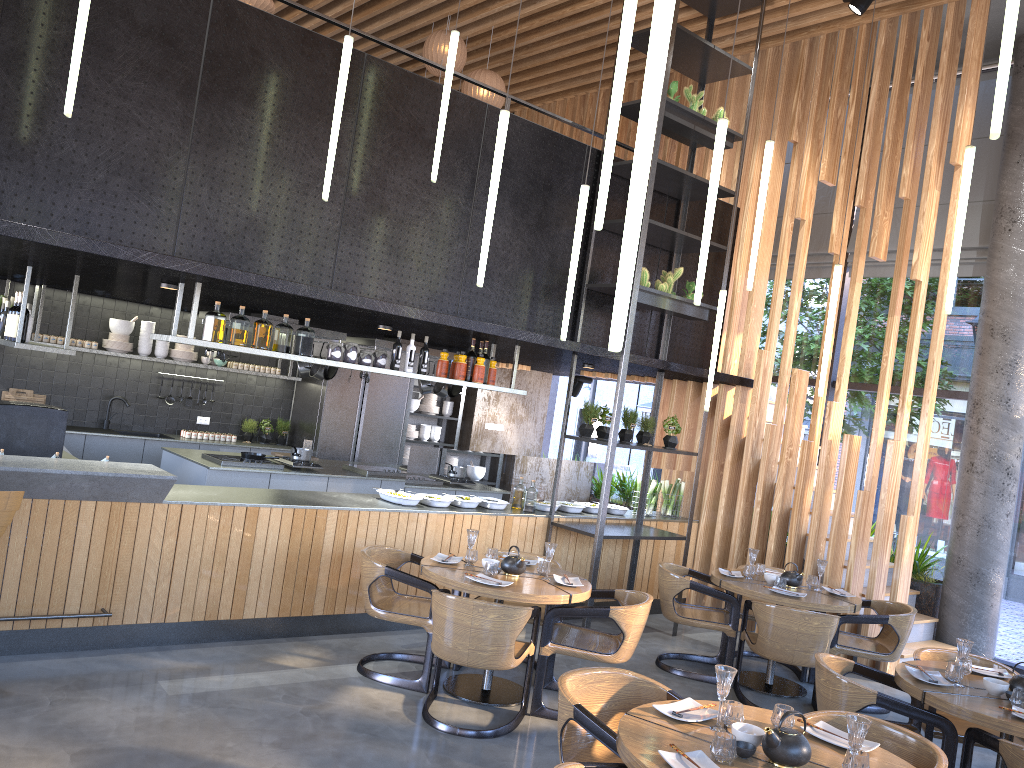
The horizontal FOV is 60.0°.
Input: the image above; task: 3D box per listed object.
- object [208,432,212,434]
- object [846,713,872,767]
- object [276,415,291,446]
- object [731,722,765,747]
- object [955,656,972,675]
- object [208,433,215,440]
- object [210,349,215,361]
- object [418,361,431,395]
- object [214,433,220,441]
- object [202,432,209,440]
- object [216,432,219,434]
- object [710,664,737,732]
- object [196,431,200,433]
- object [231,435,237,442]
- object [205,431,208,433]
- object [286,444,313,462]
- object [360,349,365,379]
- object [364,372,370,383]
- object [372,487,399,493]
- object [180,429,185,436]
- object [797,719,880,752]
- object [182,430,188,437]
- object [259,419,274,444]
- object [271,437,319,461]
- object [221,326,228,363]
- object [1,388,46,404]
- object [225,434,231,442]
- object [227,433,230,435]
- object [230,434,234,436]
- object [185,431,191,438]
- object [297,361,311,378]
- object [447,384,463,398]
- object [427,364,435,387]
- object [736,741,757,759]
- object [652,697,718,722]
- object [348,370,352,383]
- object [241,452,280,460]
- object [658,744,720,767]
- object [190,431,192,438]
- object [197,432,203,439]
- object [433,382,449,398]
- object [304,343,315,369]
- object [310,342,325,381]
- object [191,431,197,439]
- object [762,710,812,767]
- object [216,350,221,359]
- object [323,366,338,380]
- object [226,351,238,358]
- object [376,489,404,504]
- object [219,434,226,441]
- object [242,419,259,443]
[{"bbox_3d":[-3.455,0.590,10.122,0.062,0.078,0.062,9,-1,-34],"label":"object"},{"bbox_3d":[1.118,1.204,2.898,0.082,0.227,0.082,8,-1,-7],"label":"object"},{"bbox_3d":[-2.768,0.557,10.730,0.186,0.367,0.196,8,-1,6],"label":"object"},{"bbox_3d":[0.830,1.248,3.128,0.116,0.065,0.116,8,-1,12],"label":"object"},{"bbox_3d":[2.385,1.491,4.687,0.086,0.086,0.086,8,-1,-8],"label":"object"},{"bbox_3d":[-3.413,0.596,10.069,0.062,0.078,0.062,9,-1,-34],"label":"object"},{"bbox_3d":[-2.713,-0.377,8.105,0.024,0.337,0.068,9,-1,-39],"label":"object"},{"bbox_3d":[-0.966,-0.070,9.942,0.161,0.386,0.200,9,-1,-15],"label":"object"},{"bbox_3d":[-3.362,0.604,10.111,0.062,0.078,0.062,9,-1,-34],"label":"object"},{"bbox_3d":[-3.464,0.588,10.027,0.062,0.078,0.062,9,-1,-34],"label":"object"},{"bbox_3d":[-3.401,0.601,10.260,0.062,0.078,0.062,9,-1,-34],"label":"object"},{"bbox_3d":[0.774,1.160,3.271,0.082,0.227,0.082,8,-1,20],"label":"object"},{"bbox_3d":[-3.557,0.574,10.037,0.062,0.078,0.062,9,-1,-34],"label":"object"},{"bbox_3d":[-3.212,0.628,10.236,0.062,0.078,0.062,9,-1,-34],"label":"object"},{"bbox_3d":[-3.501,0.585,10.177,0.062,0.078,0.062,9,-1,-34],"label":"object"},{"bbox_3d":[-2.076,0.652,8.491,0.200,0.154,0.348,7,-1,41],"label":"object"},{"bbox_3d":[-1.504,-0.201,8.973,0.038,0.306,0.062,9,-1,-39],"label":"object"},{"bbox_3d":[-1.437,-0.178,8.882,0.031,0.336,0.104,9,-1,-40],"label":"object"},{"bbox_3d":[-0.999,0.839,7.037,0.252,0.026,0.048,8,-1,28],"label":"object"},{"bbox_3d":[-3.706,0.552,10.007,0.062,0.078,0.062,9,-1,-34],"label":"object"},{"bbox_3d":[1.211,1.328,3.349,0.170,0.025,0.294,9,-1,-42],"label":"object"},{"bbox_3d":[-3.660,0.558,9.951,0.062,0.078,0.062,9,-1,-34],"label":"object"},{"bbox_3d":[-2.944,0.557,10.604,0.172,0.311,0.179,9,-1,-28],"label":"object"},{"bbox_3d":[-2.233,0.649,9.181,0.400,0.232,0.290,9,-1,-40],"label":"object"},{"bbox_3d":[-2.571,-0.360,7.939,0.031,0.336,0.104,9,-1,-40],"label":"object"},{"bbox_3d":[-4.981,0.223,9.042,0.400,0.330,0.098,9,-1,-39],"label":"object"},{"bbox_3d":[-3.262,0.620,10.194,0.062,0.078,0.062,9,-1,-34],"label":"object"},{"bbox_3d":[-3.300,0.617,10.344,0.062,0.078,0.062,9,-1,-34],"label":"object"},{"bbox_3d":[-3.255,0.623,10.289,0.062,0.078,0.062,9,-1,-34],"label":"object"},{"bbox_3d":[-3.617,0.563,9.899,0.062,0.078,0.062,9,-1,-34],"label":"object"},{"bbox_3d":[-2.100,-0.252,8.998,0.161,0.386,0.200,9,-1,-15],"label":"object"},{"bbox_3d":[-0.593,-0.033,9.478,0.070,0.372,0.243,9,-1,-39],"label":"object"},{"bbox_3d":[-0.878,-0.108,9.801,0.103,0.280,0.103,8,-1,37],"label":"object"},{"bbox_3d":[0.791,1.252,3.024,0.080,0.042,0.080,9,-1,-15],"label":"object"},{"bbox_3d":[0.691,1.253,3.401,0.294,0.025,0.170,9,-1,-42],"label":"object"},{"bbox_3d":[-1.642,-0.190,9.126,0.024,0.363,0.033,9,-1,-39],"label":"object"},{"bbox_3d":[-2.407,0.687,8.399,0.351,0.061,0.232,8,-1,29],"label":"object"},{"bbox_3d":[0.585,1.228,2.853,0.170,0.025,0.294,9,-1,-20],"label":"object"},{"bbox_3d":[-3.608,0.566,9.995,0.062,0.078,0.062,9,-1,-34],"label":"object"},{"bbox_3d":[-3.514,0.579,9.984,0.062,0.078,0.062,9,-1,-34],"label":"object"},{"bbox_3d":[-0.742,-0.041,9.673,0.166,0.387,0.200,9,-1,-35],"label":"object"},{"bbox_3d":[-2.013,-0.290,8.858,0.103,0.280,0.103,8,-1,37],"label":"object"},{"bbox_3d":[-1.877,-0.223,8.730,0.166,0.387,0.200,9,-1,-35],"label":"object"},{"bbox_3d":[-3.565,0.571,9.942,0.062,0.078,0.062,9,-1,-34],"label":"object"},{"bbox_3d":[0.940,1.205,3.026,0.168,0.179,0.163,8,-1,14],"label":"object"},{"bbox_3d":[-2.639,-0.383,8.030,0.038,0.306,0.062,9,-1,-39],"label":"object"},{"bbox_3d":[-1.727,-0.215,8.534,0.070,0.372,0.243,9,-1,-39],"label":"object"},{"bbox_3d":[-2.463,-0.373,7.876,0.103,0.280,0.103,8,-1,-8],"label":"object"},{"bbox_3d":[-0.899,0.890,6.977,0.268,0.074,0.402,9,-1,-39],"label":"object"},{"bbox_3d":[-3.313,0.612,10.152,0.062,0.078,0.062,9,-1,-34],"label":"object"},{"bbox_3d":[-3.101,0.547,10.484,0.211,0.283,0.221,9,-1,-26],"label":"object"}]
